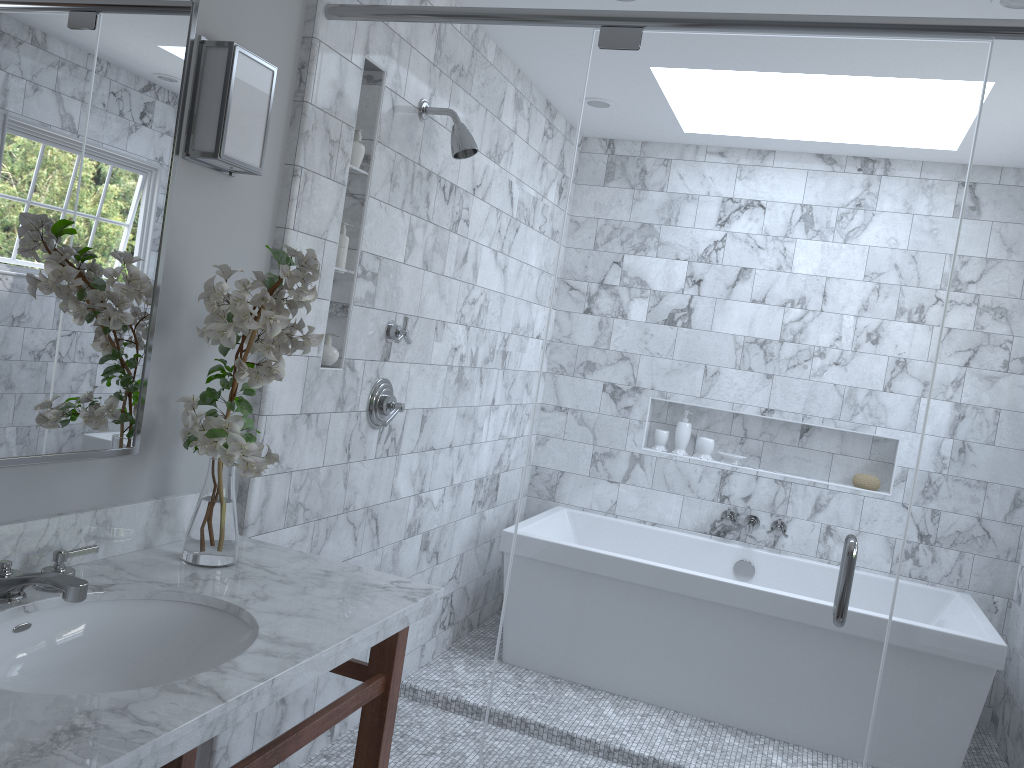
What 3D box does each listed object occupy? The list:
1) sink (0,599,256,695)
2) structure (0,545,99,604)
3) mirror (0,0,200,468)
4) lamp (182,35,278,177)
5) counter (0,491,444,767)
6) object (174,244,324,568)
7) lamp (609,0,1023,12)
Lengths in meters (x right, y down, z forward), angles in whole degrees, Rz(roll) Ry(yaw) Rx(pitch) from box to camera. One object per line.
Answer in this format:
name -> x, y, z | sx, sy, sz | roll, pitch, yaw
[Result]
sink -> -0.702, 0.568, 1.487 | 0.517, 0.270, 0.494 | 8, 3, -22
structure -> -0.884, 0.345, 1.567 | 0.256, 0.069, 0.295 | 8, 3, -22
mirror -> -0.856, -0.335, 1.561 | 0.030, 0.977, 0.694 | 10, 3, 19
lamp -> -0.626, -0.614, 1.988 | 0.091, 0.266, 0.175 | 10, 3, 19
counter -> -0.784, 0.791, 1.385 | 0.638, 0.983, 1.657 | 10, 3, 19
object -> -0.562, 0.057, 1.885 | 0.225, 0.706, 0.374 | 7, 3, -40
lamp -> 1.047, -1.099, 3.020 | 1.976, 0.050, 1.289 | 10, 3, 19
